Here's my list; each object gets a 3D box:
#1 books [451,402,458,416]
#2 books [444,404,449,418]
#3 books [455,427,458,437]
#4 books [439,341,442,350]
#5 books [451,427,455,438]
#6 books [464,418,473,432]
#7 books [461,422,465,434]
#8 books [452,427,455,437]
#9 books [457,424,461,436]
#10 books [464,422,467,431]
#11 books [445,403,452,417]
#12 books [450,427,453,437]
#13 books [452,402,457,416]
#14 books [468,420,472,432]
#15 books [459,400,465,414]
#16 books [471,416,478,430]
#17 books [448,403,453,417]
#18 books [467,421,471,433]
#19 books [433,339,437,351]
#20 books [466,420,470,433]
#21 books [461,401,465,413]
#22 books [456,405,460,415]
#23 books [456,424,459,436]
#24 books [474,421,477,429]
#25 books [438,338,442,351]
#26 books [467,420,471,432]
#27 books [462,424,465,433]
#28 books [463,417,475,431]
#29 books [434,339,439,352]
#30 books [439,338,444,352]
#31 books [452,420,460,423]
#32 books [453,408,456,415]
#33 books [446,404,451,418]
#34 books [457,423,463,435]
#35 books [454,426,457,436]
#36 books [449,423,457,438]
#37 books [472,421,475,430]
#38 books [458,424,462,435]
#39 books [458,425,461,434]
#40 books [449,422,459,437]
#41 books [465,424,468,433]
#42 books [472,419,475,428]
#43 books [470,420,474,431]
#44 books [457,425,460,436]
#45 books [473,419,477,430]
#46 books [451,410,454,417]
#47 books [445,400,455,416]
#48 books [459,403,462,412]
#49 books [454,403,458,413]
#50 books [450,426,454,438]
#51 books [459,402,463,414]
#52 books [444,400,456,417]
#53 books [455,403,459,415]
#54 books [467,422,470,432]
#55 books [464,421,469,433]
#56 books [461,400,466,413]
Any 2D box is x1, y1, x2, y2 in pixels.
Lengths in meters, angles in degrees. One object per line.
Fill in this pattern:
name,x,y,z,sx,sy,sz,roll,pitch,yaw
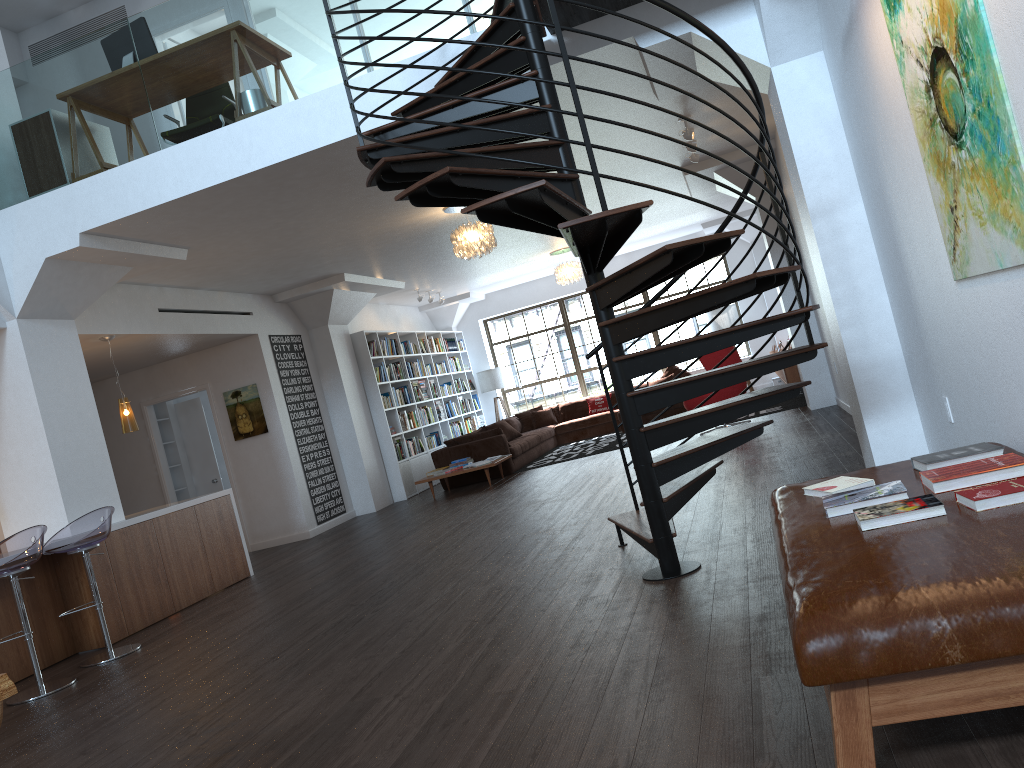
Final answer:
books,-1.046,0.445,15.258,0.170,0.251,0.118,-15,0,15
books,-1.165,0.469,14.776,0.182,0.255,0.077,-15,0,15
books,-1.009,0.837,14.977,0.161,0.223,0.026,-15,0,14
books,-1.317,-0.638,15.344,0.174,0.240,0.045,-15,0,15
books,-1.052,0.847,14.829,0.161,0.223,0.026,-15,0,14
books,-0.824,0.765,15.828,0.198,0.284,0.066,-15,0,15
books,-0.918,0.803,15.369,0.160,0.250,0.026,-15,0,14
books,-1.056,0.845,14.862,0.168,0.231,0.037,-15,0,14
books,-0.978,0.819,15.135,0.171,0.246,0.057,-15,0,14
books,-0.887,0.798,15.507,0.171,0.246,0.061,-15,0,15
books,-1.135,0.463,14.915,0.182,0.255,0.077,-15,0,15
books,-1.084,0.840,14.760,0.183,0.253,0.034,-15,0,14
books,-1.055,0.451,15.206,0.174,0.242,0.105,-15,0,15
books,-0.819,0.778,15.767,0.183,0.253,0.037,-15,0,15
books,-0.954,0.422,15.603,0.174,0.251,0.051,-15,0,15
books,-0.734,0.741,16.146,0.176,0.290,0.053,-15,0,15
books,-1.113,0.459,14.958,0.182,0.253,0.098,-15,0,15
books,-0.845,0.792,15.704,0.174,0.240,0.048,-15,0,15
books,-1.389,-0.621,15.116,0.174,0.240,0.045,-15,0,15
books,-0.855,0.787,15.626,0.183,0.253,0.037,-15,0,15
books,-0.928,0.431,15.670,0.161,0.223,0.030,-15,0,15
books,-1.011,0.454,15.362,0.161,0.218,0.101,-15,0,15
books,-0.999,0.820,15.059,0.183,0.253,0.034,-15,0,14
books,-0.733,0.775,16.106,0.161,0.223,0.027,-15,0,15
books,-1.322,-0.644,15.305,0.183,0.253,0.034,-15,0,15
books,-0.829,0.783,15.738,0.160,0.250,0.027,-15,0,15
books,-0.909,0.815,15.394,0.161,0.223,0.027,-15,0,14
books,-0.770,0.744,15.929,0.140,0.298,0.044,-15,0,15
books,-1.356,-0.633,15.160,0.171,0.246,0.057,-15,0,15
books,-1.293,-0.651,15.403,0.183,0.253,0.034,-15,0,15
books,-0.950,0.790,15.282,0.176,0.290,0.036,-15,0,14
books,-1.067,0.465,15.172,0.161,0.222,0.084,-15,0,15
books,-1.137,0.469,14.875,0.174,0.243,0.085,-15,0,15
books,-0.946,0.808,15.246,0.183,0.253,0.034,-15,0,14
books,-1.021,0.826,14.953,0.160,0.250,0.026,-15,0,14
books,-1.050,0.816,14.913,0.198,0.284,0.066,-15,0,14
books,-0.752,0.787,15.975,0.144,0.207,0.048,-15,0,15
books,-0.964,0.819,15.211,0.174,0.240,0.045,-15,0,14
books,-0.963,0.827,15.175,0.161,0.223,0.027,-15,0,14
books,-1.016,0.805,15.018,0.176,0.290,0.053,-15,0,14
books,-0.877,0.804,15.558,0.168,0.231,0.040,-15,0,15
books,-0.761,0.772,16.021,0.159,0.241,0.038,-15,0,15
books,-0.792,0.776,15.884,0.189,0.247,0.057,-15,0,15
books,-0.988,0.817,15.091,0.183,0.253,0.034,-15,0,14
books,-0.747,0.766,16.065,0.171,0.246,0.057,-15,0,15
books,-1.099,0.472,15.022,0.161,0.222,0.083,-15,0,15
books,-1.108,0.439,15.063,0.197,0.290,0.136,-15,0,15
books,-0.980,0.429,15.539,0.160,0.251,0.029,-15,0,15
books,-1.036,0.445,15.300,0.159,0.248,0.089,-15,0,15
books,-1.073,0.844,14.797,0.174,0.240,0.045,-15,0,14
books,-0.961,0.439,15.564,0.161,0.223,0.030,-15,0,15
books,-1.088,0.434,15.122,0.176,0.293,0.125,-15,0,15
books,-1.018,0.453,15.328,0.161,0.222,0.084,-15,0,15
books,-0.850,0.786,15.662,0.183,0.253,0.036,-15,0,15
books,-0.868,0.790,15.593,0.183,0.253,0.036,-15,0,15
books,-0.937,0.420,15.707,0.183,0.253,0.039,-15,0,15
